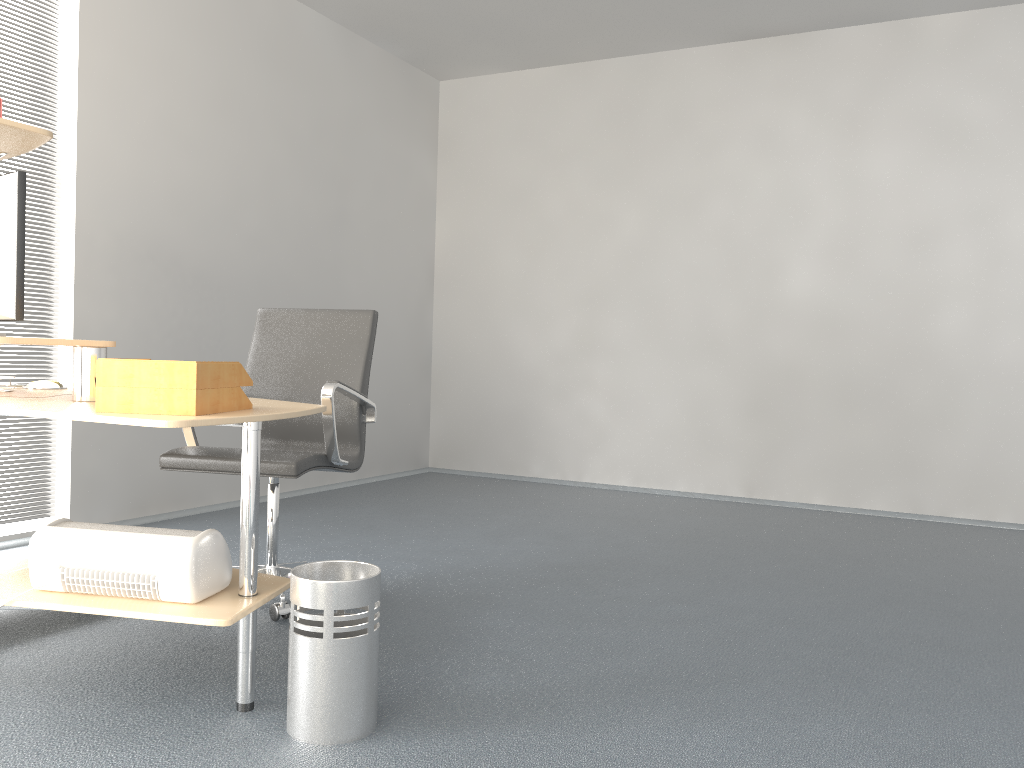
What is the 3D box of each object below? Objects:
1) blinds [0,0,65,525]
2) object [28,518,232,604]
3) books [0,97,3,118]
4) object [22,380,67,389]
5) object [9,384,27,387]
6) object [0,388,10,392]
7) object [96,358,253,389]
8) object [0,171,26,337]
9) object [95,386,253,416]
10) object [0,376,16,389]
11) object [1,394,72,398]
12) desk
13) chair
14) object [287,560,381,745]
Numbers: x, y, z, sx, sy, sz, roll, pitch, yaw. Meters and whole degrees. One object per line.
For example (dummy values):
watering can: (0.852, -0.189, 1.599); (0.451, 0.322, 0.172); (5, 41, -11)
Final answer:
blinds: (-2.514, -0.765, 3.195); (0.022, 2.770, 1.950); (3, 2, 27)
object: (-0.913, 0.421, 2.242); (0.438, 0.162, 0.351); (2, 2, 11)
books: (-1.585, -0.755, 2.490); (0.262, 0.072, 0.320); (1, 2, -31)
object: (-1.534, 0.001, 2.914); (0.132, 0.026, 0.132); (3, 2, 27)
object: (-1.610, 0.005, 2.949); (0.011, 0.011, 0.158); (2, 2, 24)
object: (-1.574, -0.012, 2.630); (0.159, 0.064, 0.054); (2, 1, -6)
object: (-0.767, -0.025, 2.050); (0.225, 0.060, 0.309); (2, 1, 6)
object: (-1.485, -0.337, 2.357); (0.245, 0.418, 0.516); (0, 2, -41)
object: (-0.769, 0.031, 2.051); (0.225, 0.060, 0.309); (2, 1, 6)
object: (-1.606, -0.004, 2.731); (0.134, 0.042, 0.022); (1, 2, -21)
object: (-1.210, 0.049, 2.417); (0.478, 0.082, 0.814); (3, 2, 34)
desk: (-1.108, -0.011, 2.497); (1.469, 1.566, 0.967); (3, 2, 27)
chair: (-0.832, 0.240, 3.130); (0.584, 1.048, 0.652); (2, 2, 13)
object: (-0.417, 0.624, 2.079); (0.208, 0.377, 0.208); (1, 2, -20)
